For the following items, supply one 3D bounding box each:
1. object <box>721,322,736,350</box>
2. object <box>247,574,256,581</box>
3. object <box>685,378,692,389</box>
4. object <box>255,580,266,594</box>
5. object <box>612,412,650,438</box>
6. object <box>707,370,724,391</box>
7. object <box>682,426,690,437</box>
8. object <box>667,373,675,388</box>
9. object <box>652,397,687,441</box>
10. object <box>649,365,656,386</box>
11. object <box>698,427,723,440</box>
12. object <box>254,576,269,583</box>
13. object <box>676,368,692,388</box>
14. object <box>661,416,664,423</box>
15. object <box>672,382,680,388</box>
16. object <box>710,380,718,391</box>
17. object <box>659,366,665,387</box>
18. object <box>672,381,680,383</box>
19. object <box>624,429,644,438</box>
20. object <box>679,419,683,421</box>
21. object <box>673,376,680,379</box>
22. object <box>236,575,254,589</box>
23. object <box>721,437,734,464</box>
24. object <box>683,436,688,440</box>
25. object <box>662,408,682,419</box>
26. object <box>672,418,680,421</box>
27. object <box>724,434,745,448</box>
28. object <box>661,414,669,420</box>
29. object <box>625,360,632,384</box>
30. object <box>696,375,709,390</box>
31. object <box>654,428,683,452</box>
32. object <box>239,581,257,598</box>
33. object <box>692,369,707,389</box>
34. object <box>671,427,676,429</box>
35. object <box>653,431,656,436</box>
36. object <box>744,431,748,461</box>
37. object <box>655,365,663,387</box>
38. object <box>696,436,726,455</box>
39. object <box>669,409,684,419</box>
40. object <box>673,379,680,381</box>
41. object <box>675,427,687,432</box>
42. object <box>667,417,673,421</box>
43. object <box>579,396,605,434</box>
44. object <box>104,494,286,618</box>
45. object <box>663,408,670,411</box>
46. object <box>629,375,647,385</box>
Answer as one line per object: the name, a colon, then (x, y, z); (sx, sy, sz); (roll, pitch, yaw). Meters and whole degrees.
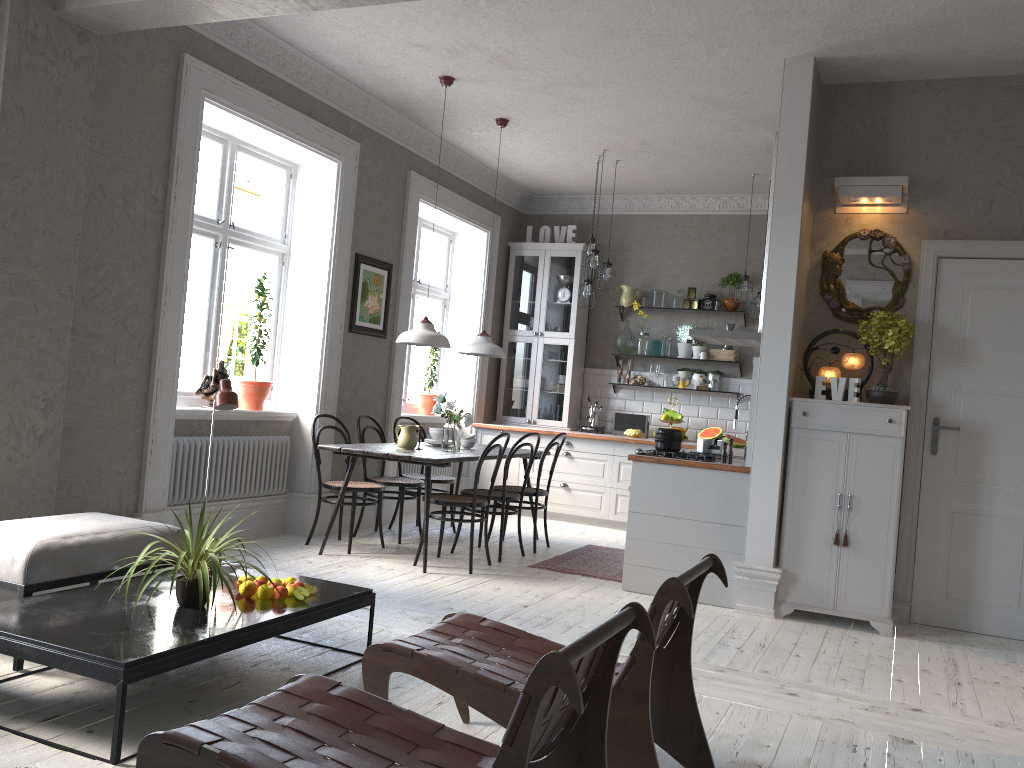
object: (2.122, -0.470, 8.667); (0.130, 0.287, 0.131); (5, -1, 8)
object: (-1.079, 0.801, 3.600); (0.069, 0.055, 0.059); (5, -1, -10)
object: (1.748, -0.005, 8.753); (0.077, 0.108, 0.078); (5, -1, 17)
object: (-1.003, 0.806, 3.510); (0.057, 0.056, 0.060); (5, -1, 10)
object: (1.187, 0.411, 8.830); (0.346, 0.226, 0.089); (5, -1, 23)
object: (2.008, -0.033, 8.744); (0.156, 0.213, 0.155); (5, -1, 21)
object: (1.668, 0.457, 8.606); (0.128, 0.120, 0.060); (6, -1, -43)
object: (1.578, -0.034, 8.813); (0.079, 0.139, 0.078); (5, -1, -4)
object: (1.557, 0.342, 8.641); (0.350, 0.425, 0.354); (5, -1, 8)
object: (1.418, -0.085, 8.949); (0.081, 0.217, 0.082); (5, -1, 9)
object: (1.860, 0.490, 8.321); (0.222, 0.174, 0.231); (6, -1, -45)
object: (-1.013, 0.805, 3.575); (0.057, 0.058, 0.058); (5, -1, 6)
object: (1.711, -0.062, 8.850); (0.156, 0.217, 0.156); (5, -1, 3)
object: (1.502, 0.340, 8.670); (0.095, 0.078, 0.102); (5, -1, 10)
object: (1.618, 0.012, 8.746); (0.076, 0.051, 0.078); (5, -1, 16)
object: (1.973, 0.012, 8.631); (0.077, 0.108, 0.078); (5, -1, 17)
object: (1.495, -0.079, 8.912); (0.081, 0.217, 0.082); (5, -1, 9)
object: (1.620, -0.005, 8.746); (0.076, 0.051, 0.078); (5, -1, 16)
object: (1.185, 0.479, 8.605); (0.194, 0.083, 0.192); (5, -1, 24)
object: (1.641, 0.357, 8.616); (0.051, 0.050, 0.050); (4, -1, 33)
object: (1.624, -0.047, 8.747); (0.077, 0.051, 0.078); (5, -1, 9)
object: (-1.066, 0.796, 3.526); (0.066, 0.066, 0.072); (4, -1, 28)
object: (1.342, 0.410, 5.511); (0.072, 0.167, 0.036); (5, -1, 23)
object: (1.646, 0.514, 8.666); (0.055, 0.044, 0.213); (5, -1, -28)
object: (1.564, 0.286, 8.612); (0.207, 0.101, 0.068); (4, -1, 29)
object: (1.592, 0.356, 8.603); (0.076, 0.062, 0.100); (5, -1, -3)
object: (2.071, 0.530, 8.176); (0.223, 0.127, 0.149); (5, -1, 6)
object: (1.485, 0.322, 8.595); (0.058, 0.069, 0.080); (4, -1, 43)
object: (1.196, -0.123, 9.025); (0.062, 0.264, 0.052); (5, -1, -31)
object: (1.883, -0.011, 8.689); (0.119, 0.147, 0.100); (5, -1, -9)
object: (1.014, 0.363, 5.740); (0.190, 0.147, 0.193); (5, -1, 3)
object: (-1.027, 0.798, 3.444); (0.069, 0.066, 0.071); (4, -1, 38)
object: (1.855, -0.046, 8.799); (0.150, 0.214, 0.170); (6, -1, -37)
object: (1.592, 0.463, 8.692); (0.084, 0.093, 0.088); (5, -1, 19)
object: (1.450, 0.496, 8.699); (0.155, 0.072, 0.075); (5, -1, -37)
object: (1.624, 0.385, 5.980); (0.088, 0.282, 0.083); (5, -1, 24)
object: (1.460, -0.083, 8.828); (0.081, 0.217, 0.082); (5, -1, 9)
object: (1.352, 0.401, 5.850); (0.178, 0.134, 0.298); (5, -1, -32)
object: (1.617, 0.301, 8.664); (0.177, 0.096, 0.090); (4, -1, 44)
object: (1.621, -0.022, 8.746); (0.075, 0.051, 0.079); (4, -1, 42)
object: (1.647, 0.449, 8.624); (0.125, 0.056, 0.060); (5, -1, 15)
object: (1.527, 0.348, 8.593); (0.062, 0.061, 0.067); (5, -1, 23)
object: (0.805, 0.307, 8.898); (0.202, 0.370, 0.358); (5, -1, 24)
object: (-1.127, 0.618, 3.259); (0.716, 0.420, 0.677); (4, -1, 41)
object: (1.508, 0.260, 8.642); (0.073, 0.058, 0.051); (5, -1, 0)
object: (1.273, -0.042, 8.962); (0.177, 0.111, 0.096); (5, -1, 0)
